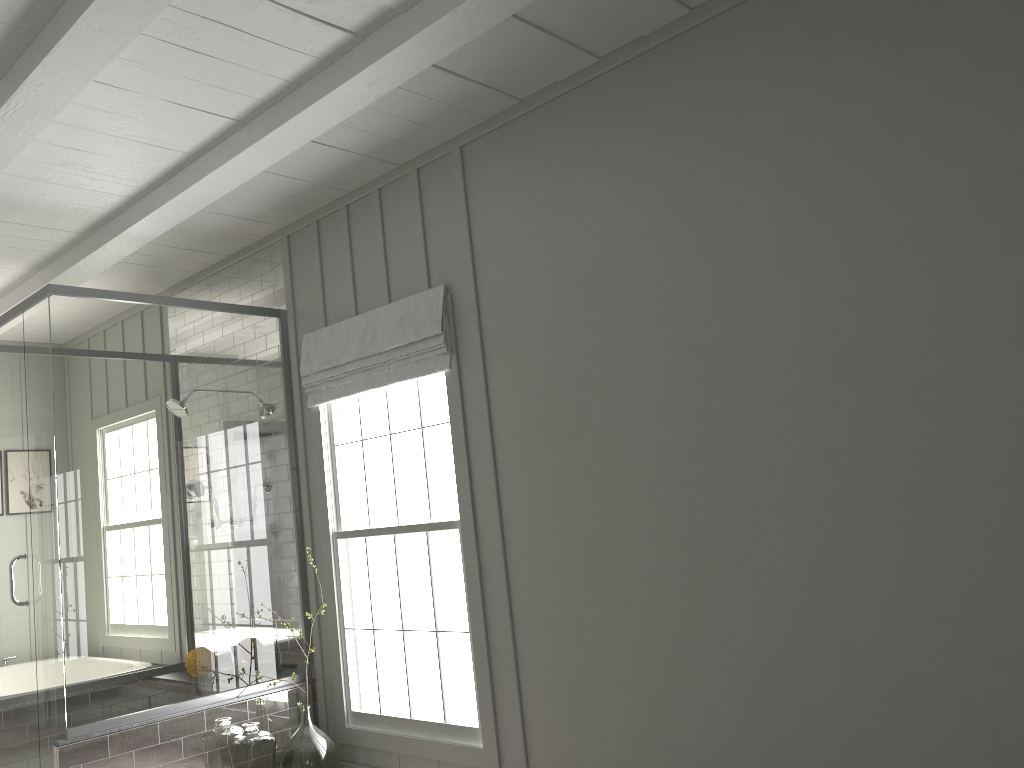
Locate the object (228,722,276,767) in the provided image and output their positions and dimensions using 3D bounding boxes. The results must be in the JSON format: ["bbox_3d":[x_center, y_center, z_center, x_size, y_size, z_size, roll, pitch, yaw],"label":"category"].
[{"bbox_3d":[-1.157,1.708,3.954,0.169,0.361,0.157,-13,-10,41],"label":"object"}]

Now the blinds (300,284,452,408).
[{"bbox_3d":[-0.666,-0.156,4.091,1.066,0.380,0.070,-13,-10,42],"label":"blinds"}]

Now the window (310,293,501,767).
[{"bbox_3d":[-0.521,0.668,4.029,1.092,1.948,0.087,-13,-10,42],"label":"window"}]

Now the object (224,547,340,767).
[{"bbox_3d":[-1.057,1.326,4.045,0.285,1.115,0.498,-13,-10,41],"label":"object"}]
